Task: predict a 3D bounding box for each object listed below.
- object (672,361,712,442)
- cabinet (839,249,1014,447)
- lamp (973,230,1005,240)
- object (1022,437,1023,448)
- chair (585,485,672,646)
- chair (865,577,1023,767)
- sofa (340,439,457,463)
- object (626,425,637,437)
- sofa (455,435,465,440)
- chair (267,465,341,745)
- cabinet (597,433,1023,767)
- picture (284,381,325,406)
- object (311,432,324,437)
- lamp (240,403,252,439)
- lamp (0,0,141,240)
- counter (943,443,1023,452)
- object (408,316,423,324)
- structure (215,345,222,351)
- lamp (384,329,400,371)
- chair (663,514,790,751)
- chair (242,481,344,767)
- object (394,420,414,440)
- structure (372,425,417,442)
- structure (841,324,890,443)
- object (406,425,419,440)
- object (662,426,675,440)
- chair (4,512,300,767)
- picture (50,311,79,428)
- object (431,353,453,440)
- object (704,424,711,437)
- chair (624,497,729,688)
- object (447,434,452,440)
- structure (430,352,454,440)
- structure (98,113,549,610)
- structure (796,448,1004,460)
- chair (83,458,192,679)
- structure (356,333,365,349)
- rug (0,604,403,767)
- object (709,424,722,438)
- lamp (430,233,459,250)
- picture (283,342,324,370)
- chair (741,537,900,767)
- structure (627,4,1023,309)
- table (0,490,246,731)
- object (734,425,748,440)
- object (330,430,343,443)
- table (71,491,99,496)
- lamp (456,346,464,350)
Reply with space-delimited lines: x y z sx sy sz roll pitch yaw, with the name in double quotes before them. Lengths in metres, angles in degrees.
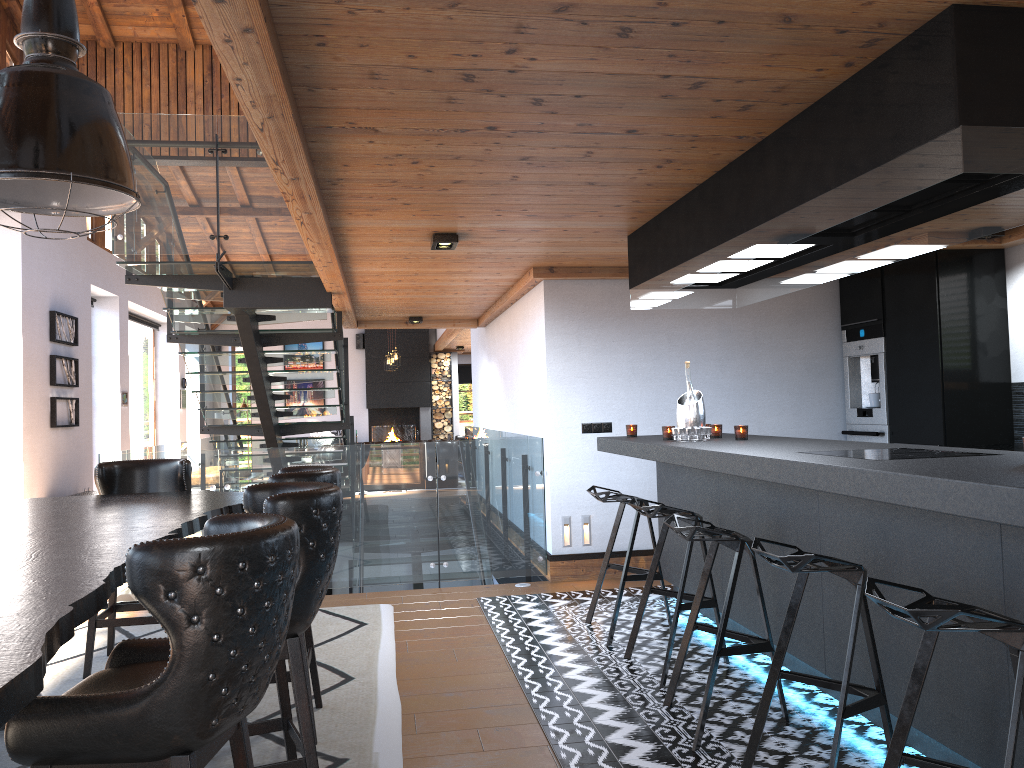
"object" 1.018 0.098 5.055 0.227 0.453 0.224 -1 -2 -9
"cabinet" 3.396 0.140 4.044 0.545 2.381 6.402 -1 -2 -8
"lamp" 3.061 -0.976 5.718 0.156 0.068 0.152 -1 -2 -9
"object" 1.615 0.204 2.724 0.078 0.081 0.080 -3 -2 36
"chair" 0.697 1.020 5.172 0.471 0.840 0.536 -1 -2 -9
"chair" 1.159 0.927 2.194 0.471 0.840 0.537 -1 -2 -8
"sofa" -2.030 1.373 15.069 2.577 0.839 1.234 -1 -2 -10
"object" 0.803 0.314 5.948 0.078 0.081 0.080 -3 -2 26
"sofa" -0.430 1.389 17.499 1.244 0.838 2.554 -1 -2 -9
"chair" -0.996 0.906 3.718 0.571 1.092 0.502 -1 -2 -10
"cabinet" 1.385 0.833 3.801 0.892 1.104 4.780 -1 -2 -8
"picture" -4.616 0.306 19.748 0.883 0.816 0.036 -1 -2 -10
"object" -4.259 1.185 19.426 0.262 0.532 0.422 0 -3 -40
"lamp" -5.427 1.038 18.419 0.525 1.900 1.328 -2 -2 12
"lamp" -1.808 -2.904 3.443 0.614 4.687 0.628 -3 -3 36
"counter" 3.311 0.388 4.672 0.533 0.040 2.556 -2 -2 -8
"object" -1.101 -0.733 10.106 0.156 0.068 0.260 -1 -2 -9
"structure" -6.475 -0.876 19.405 0.214 0.349 0.212 -1 -2 -9
"lamp" -2.377 -1.364 17.300 0.263 2.203 0.796 -1 -2 -18
"chair" 0.891 0.974 3.651 0.470 0.840 0.538 -2 -2 -3
"chair" -0.808 0.875 2.778 0.573 1.092 0.499 -1 -2 -25
"object" -2.004 1.071 16.635 0.406 0.808 0.620 -2 -2 2
"structure" -2.611 1.175 19.658 0.986 0.514 0.182 -1 -2 -10
"structure" 2.786 0.030 6.879 0.256 0.946 0.595 -1 -2 -9
"object" -2.172 1.406 19.345 0.304 1.018 0.311 -3 -3 36
"object" 0.935 0.293 5.293 0.080 0.081 0.078 0 -3 -44
"chair" -0.753 0.861 1.959 0.568 1.092 0.504 -2 -2 0
"picture" -5.192 -0.155 10.293 0.059 1.313 0.771 -1 -2 -8
"object" -1.594 0.609 19.999 0.495 2.613 0.464 -1 -2 -9
"object" 1.203 0.291 5.534 0.080 0.081 0.078 0 -3 -44
"chair" 0.849 0.996 4.435 0.471 0.840 0.536 -1 -2 -12
"object" -1.422 1.509 19.665 0.270 0.795 0.261 -1 -2 -26
"structure" -1.586 0.602 19.991 0.504 2.618 0.509 -1 -2 -9
"structure" -4.296 1.278 7.775 9.247 6.401 10.978 -1 -2 -9
"structure" 1.468 0.276 3.408 0.506 0.017 0.608 -1 -2 -9
"chair" -2.004 0.966 4.803 0.506 1.092 0.565 -1 -2 -10
"structure" -3.407 -0.955 19.930 0.214 0.349 0.212 -1 -2 -9
"rug" -1.661 1.458 3.150 2.561 0.047 5.607 -1 -2 -9
"object" 1.230 0.285 5.347 0.080 0.081 0.078 0 -3 -44
"lamp" -0.416 -0.878 5.435 0.156 0.068 0.260 -1 -2 -9
"picture" -4.645 -0.688 19.787 0.883 0.816 0.036 -1 -2 -10
"chair" 1.075 0.950 2.962 0.471 0.840 0.536 -1 -2 -12
"structure" 1.321 -0.765 4.050 0.714 0.476 3.236 -1 -2 -8
"table" -1.688 0.995 2.840 1.435 0.950 3.780 -1 -2 -9
"object" 1.286 0.273 4.969 0.080 0.081 0.078 0 -3 -44
"object" -3.837 1.203 19.563 0.339 0.455 0.335 -2 -2 16
"table" -4.795 1.516 10.311 0.687 0.470 1.249 -1 -2 -9
"lamp" -1.130 -0.792 19.270 0.156 0.068 0.260 -1 -2 -9
